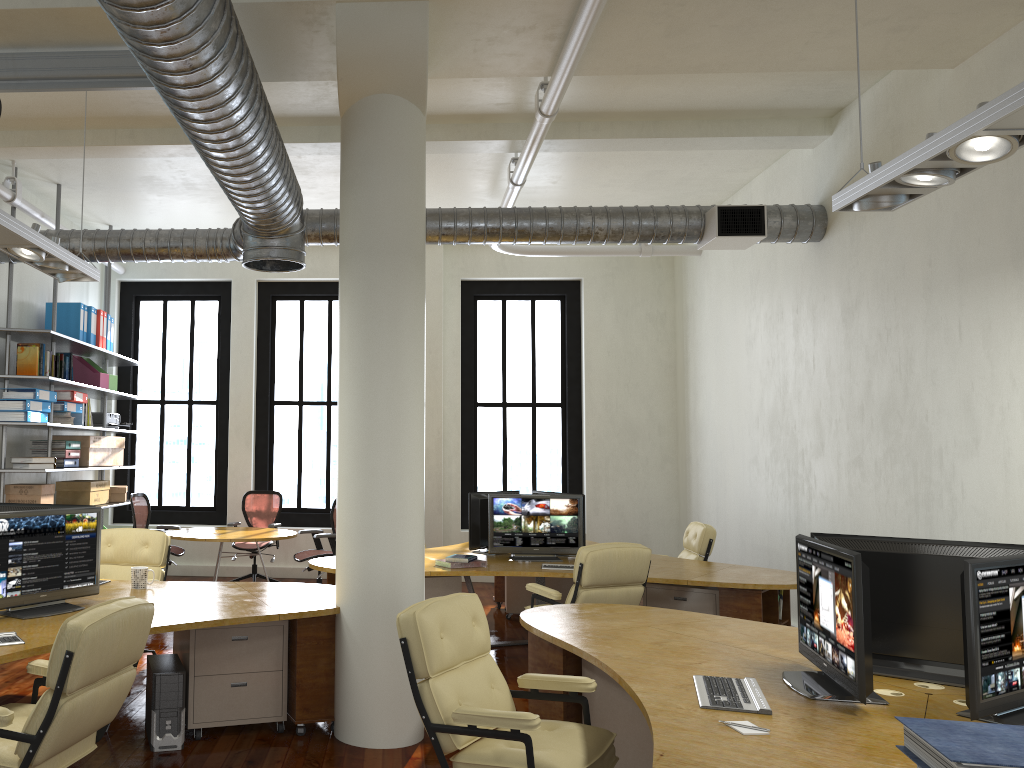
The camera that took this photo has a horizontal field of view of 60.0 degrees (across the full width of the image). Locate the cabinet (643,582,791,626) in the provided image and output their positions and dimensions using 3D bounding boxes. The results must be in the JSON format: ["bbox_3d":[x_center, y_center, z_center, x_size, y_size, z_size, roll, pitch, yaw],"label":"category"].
[{"bbox_3d":[1.568,1.837,6.832,0.975,0.709,0.802,-3,-5,34],"label":"cabinet"}]

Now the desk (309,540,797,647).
[{"bbox_3d":[0.275,1.911,8.138,3.990,0.734,3.421,0,-5,5],"label":"desk"}]

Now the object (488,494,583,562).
[{"bbox_3d":[0.202,1.215,7.537,0.803,0.552,0.292,1,-5,-2],"label":"object"}]

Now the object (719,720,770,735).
[{"bbox_3d":[0.752,1.111,2.878,0.107,0.015,0.139,2,-5,-14],"label":"object"}]

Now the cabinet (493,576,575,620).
[{"bbox_3d":[0.260,2.012,9.159,0.906,0.709,0.871,0,-5,4],"label":"cabinet"}]

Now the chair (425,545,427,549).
[{"bbox_3d":[-1.047,1.813,8.823,0.665,1.021,0.839,2,-5,-27],"label":"chair"}]

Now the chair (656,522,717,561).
[{"bbox_3d":[1.453,1.797,8.287,0.798,1.021,0.702,0,-5,4],"label":"chair"}]

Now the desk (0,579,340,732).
[{"bbox_3d":[-3.207,1.636,5.264,3.851,0.734,3.513,-3,-6,37],"label":"desk"}]

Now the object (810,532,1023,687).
[{"bbox_3d":[1.686,0.914,3.647,0.886,0.552,0.264,-3,-5,35],"label":"object"}]

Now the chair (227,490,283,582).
[{"bbox_3d":[-3.052,1.874,10.660,0.751,1.158,0.735,-1,-5,7],"label":"chair"}]

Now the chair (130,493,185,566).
[{"bbox_3d":[-3.919,1.802,9.901,0.775,1.158,0.712,0,-5,3],"label":"chair"}]

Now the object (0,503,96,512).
[{"bbox_3d":[-2.898,1.004,5.389,0.843,0.552,0.278,-1,-5,12],"label":"object"}]

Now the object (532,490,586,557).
[{"bbox_3d":[0.417,1.258,8.035,0.269,0.552,0.870,2,-5,-29],"label":"object"}]

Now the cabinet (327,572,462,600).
[{"bbox_3d":[-0.962,1.844,7.269,0.826,0.709,0.951,3,-5,-27],"label":"cabinet"}]

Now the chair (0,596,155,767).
[{"bbox_3d":[-1.903,1.372,3.548,0.811,1.021,0.690,-1,-5,9],"label":"chair"}]

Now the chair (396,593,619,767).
[{"bbox_3d":[-0.006,1.393,3.541,0.850,1.021,0.654,-2,-5,29],"label":"chair"}]

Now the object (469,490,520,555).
[{"bbox_3d":[-0.158,1.257,8.101,0.320,0.552,0.730,-4,-6,38],"label":"object"}]

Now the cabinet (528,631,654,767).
[{"bbox_3d":[0.706,1.645,4.601,0.812,0.709,0.965,3,-5,-32],"label":"cabinet"}]

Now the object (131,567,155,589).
[{"bbox_3d":[-2.394,1.252,5.733,0.120,0.131,0.128,-4,-6,39],"label":"object"}]

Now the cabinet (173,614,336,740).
[{"bbox_3d":[-1.583,1.686,5.424,0.831,0.709,0.946,2,-5,-24],"label":"cabinet"}]

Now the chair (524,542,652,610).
[{"bbox_3d":[0.530,1.634,6.414,0.657,1.021,0.847,3,-5,-32],"label":"chair"}]

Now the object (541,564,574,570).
[{"bbox_3d":[0.476,1.441,6.965,0.496,0.016,0.219,0,-5,12],"label":"object"}]

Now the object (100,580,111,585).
[{"bbox_3d":[-2.944,1.316,5.913,0.489,0.016,0.223,0,-5,7],"label":"object"}]

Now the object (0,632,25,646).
[{"bbox_3d":[-2.464,1.165,3.996,0.433,0.016,0.250,4,-6,-35],"label":"object"}]

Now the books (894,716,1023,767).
[{"bbox_3d":[1.098,0.939,2.021,0.433,0.227,0.441,0,-5,10],"label":"books"}]

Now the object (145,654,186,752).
[{"bbox_3d":[-1.976,1.800,5.049,0.169,0.411,0.511,2,-5,-25],"label":"object"}]

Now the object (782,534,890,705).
[{"bbox_3d":[1.212,0.890,3.424,0.300,0.552,0.782,0,-5,4],"label":"object"}]

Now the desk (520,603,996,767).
[{"bbox_3d":[1.330,1.556,3.655,3.573,0.734,3.797,3,-5,-31],"label":"desk"}]

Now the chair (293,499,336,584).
[{"bbox_3d":[-4.943,1.628,7.908,7.260,1.158,1.027,3,-6,-31],"label":"chair"}]

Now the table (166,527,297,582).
[{"bbox_3d":[-3.093,2.001,9.708,1.604,0.745,1.363,-2,-5,25],"label":"table"}]

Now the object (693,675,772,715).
[{"bbox_3d":[0.808,1.144,3.294,0.241,0.016,0.452,0,-5,11],"label":"object"}]

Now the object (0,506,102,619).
[{"bbox_3d":[-2.560,0.964,4.846,0.317,0.552,0.739,-2,-5,26],"label":"object"}]

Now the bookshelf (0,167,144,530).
[{"bbox_3d":[-4.976,0.242,10.091,0.653,4.602,3.613,0,-5,-7],"label":"bookshelf"}]

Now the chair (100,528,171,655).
[{"bbox_3d":[-2.982,1.609,6.602,0.744,1.021,0.752,-1,-5,8],"label":"chair"}]

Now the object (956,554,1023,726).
[{"bbox_3d":[1.782,0.867,3.058,0.736,0.552,0.318,4,-6,-35],"label":"object"}]
